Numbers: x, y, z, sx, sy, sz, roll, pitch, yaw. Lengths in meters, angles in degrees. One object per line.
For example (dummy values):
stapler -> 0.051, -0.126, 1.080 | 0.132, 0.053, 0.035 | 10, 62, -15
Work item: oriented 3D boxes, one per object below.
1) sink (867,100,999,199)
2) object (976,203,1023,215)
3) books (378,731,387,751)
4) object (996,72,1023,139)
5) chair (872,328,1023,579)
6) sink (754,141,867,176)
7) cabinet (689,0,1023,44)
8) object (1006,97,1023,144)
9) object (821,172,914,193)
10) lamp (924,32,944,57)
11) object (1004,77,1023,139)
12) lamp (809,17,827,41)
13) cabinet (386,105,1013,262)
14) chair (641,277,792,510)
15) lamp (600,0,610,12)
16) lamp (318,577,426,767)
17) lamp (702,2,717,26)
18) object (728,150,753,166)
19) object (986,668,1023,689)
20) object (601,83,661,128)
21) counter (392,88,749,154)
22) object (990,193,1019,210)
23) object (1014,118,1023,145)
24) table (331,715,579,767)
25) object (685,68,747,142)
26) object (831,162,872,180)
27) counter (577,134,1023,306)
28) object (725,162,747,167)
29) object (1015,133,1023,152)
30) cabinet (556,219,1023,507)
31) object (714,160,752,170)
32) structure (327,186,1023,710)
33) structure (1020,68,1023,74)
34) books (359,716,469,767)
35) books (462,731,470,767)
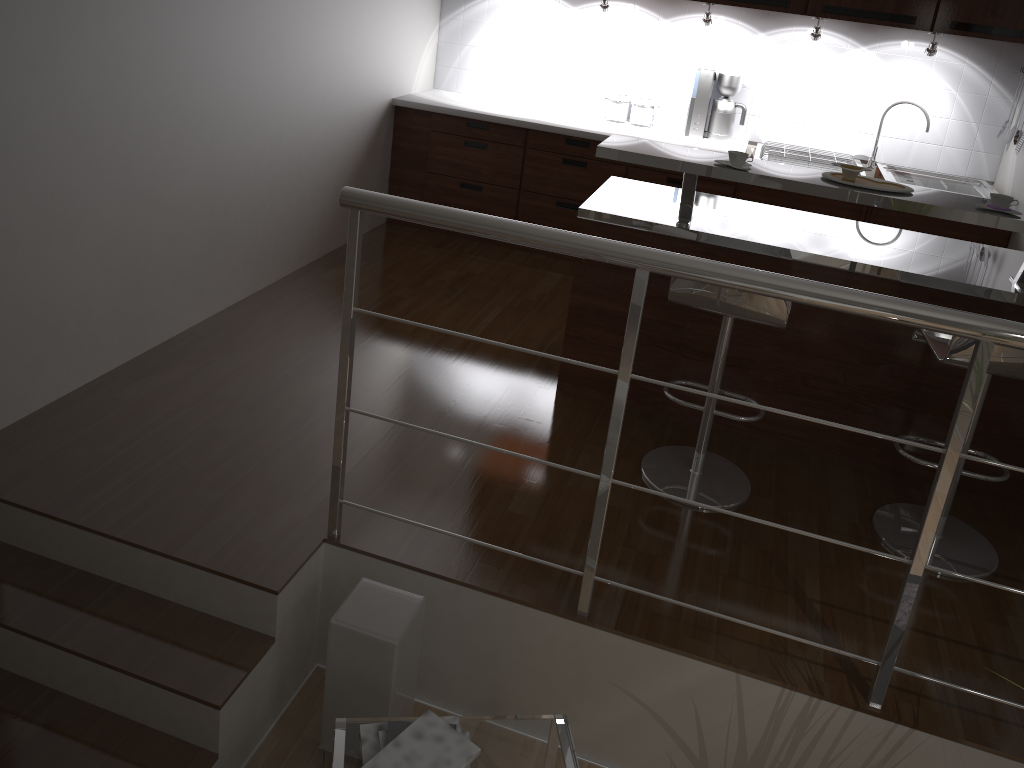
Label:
sink -> 2.343, -1.241, 4.833 | 0.677, 0.551, 0.627 | 13, 23, 13
object -> 1.605, -0.582, 2.906 | 0.129, 0.008, 0.148 | 5, 25, -6
books -> -0.196, 0.819, 1.843 | 0.151, 0.014, 0.228 | 0, 26, -14
object -> 2.747, -1.535, 4.836 | 0.033, 0.363, 0.067 | 12, 19, 13
chair -> 1.451, 0.148, 2.777 | 0.389, 0.807, 0.445 | 11, 20, 9
sink -> 1.697, -1.228, 5.053 | 0.605, 0.190, 0.628 | 13, 25, 13
cabinet -> 1.542, -2.358, 4.781 | 2.739, 0.606, 0.679 | 14, 23, 14
object -> 2.698, -1.460, 4.660 | 0.020, 0.359, 0.111 | 12, 19, 13
object -> 1.242, -0.704, 3.063 | 0.312, 0.010, 0.227 | 15, 26, 16
lamp -> 2.181, -1.761, 4.539 | 0.081, 0.118, 0.083 | -7, 25, -33
object -> 2.739, -1.507, 4.769 | 0.008, 0.359, 0.034 | 12, 19, 13
lamp -> 1.631, -1.899, 4.683 | 0.081, 0.118, 0.083 | -7, 25, -33
cabinet -> 0.985, -1.093, 5.314 | 3.531, 0.762, 0.710 | 14, 22, 14
chair -> 0.697, -0.042, 2.974 | 0.393, 0.807, 0.442 | 14, 21, 17
lamp -> 0.531, -2.176, 4.970 | 0.081, 0.118, 0.083 | -7, 25, -33
lamp -> -0.374, 0.796, 2.335 | 0.194, 0.457, 0.207 | 12, 20, 14
lamp -> 1.081, -2.038, 4.827 | 0.081, 0.118, 0.083 | -7, 25, -33
object -> 0.794, -0.789, 3.075 | 0.067, 0.043, 0.083 | -6, 27, -28
object -> 0.979, 0.849, 1.487 | 0.511, 1.403, 0.454 | 17, 21, 26
object -> 0.740, -1.744, 5.458 | 0.372, 0.229, 0.162 | 14, 21, 14
counter -> 0.367, -1.602, 5.374 | 2.119, 0.038, 0.712 | 14, 26, 14
object -> 1.620, -0.600, 2.898 | 0.068, 0.043, 0.082 | -10, 29, -35
object -> 2.685, -1.416, 4.549 | 0.043, 0.347, 0.094 | 12, 19, 12
table -> -0.135, 1.056, 1.940 | 0.549, 0.381, 0.490 | 3, 23, -10
object -> 1.244, -1.670, 5.258 | 0.332, 0.386, 0.170 | 13, 20, 14
object -> 1.184, -0.736, 3.063 | 0.141, 0.040, 0.135 | 14, 26, 15
counter -> 1.345, -0.644, 3.331 | 2.119, 0.303, 0.877 | 14, 25, 14
object -> 0.789, -0.774, 3.087 | 0.077, 0.002, 0.081 | -2, 27, -19
object -> 2.627, -1.364, 4.443 | 0.024, 0.363, 0.074 | 12, 19, 13
cabinet -> 1.197, -0.218, 3.585 | 1.862, 0.715, 0.661 | 14, 22, 14
object -> 0.778, -0.774, 3.090 | 0.131, 0.008, 0.146 | 15, 26, 15
structure -> 0.602, 0.236, 2.139 | 2.342, 1.002, 0.059 | 14, 19, 14
structure -> 2.745, -1.616, 4.571 | 0.049, 0.032, 0.625 | 13, 26, 12
books -> -0.198, 0.837, 1.849 | 0.226, 0.026, 0.303 | 0, 26, -14
books -> -0.201, 0.862, 1.857 | 0.226, 0.026, 0.303 | 5, 25, -5
